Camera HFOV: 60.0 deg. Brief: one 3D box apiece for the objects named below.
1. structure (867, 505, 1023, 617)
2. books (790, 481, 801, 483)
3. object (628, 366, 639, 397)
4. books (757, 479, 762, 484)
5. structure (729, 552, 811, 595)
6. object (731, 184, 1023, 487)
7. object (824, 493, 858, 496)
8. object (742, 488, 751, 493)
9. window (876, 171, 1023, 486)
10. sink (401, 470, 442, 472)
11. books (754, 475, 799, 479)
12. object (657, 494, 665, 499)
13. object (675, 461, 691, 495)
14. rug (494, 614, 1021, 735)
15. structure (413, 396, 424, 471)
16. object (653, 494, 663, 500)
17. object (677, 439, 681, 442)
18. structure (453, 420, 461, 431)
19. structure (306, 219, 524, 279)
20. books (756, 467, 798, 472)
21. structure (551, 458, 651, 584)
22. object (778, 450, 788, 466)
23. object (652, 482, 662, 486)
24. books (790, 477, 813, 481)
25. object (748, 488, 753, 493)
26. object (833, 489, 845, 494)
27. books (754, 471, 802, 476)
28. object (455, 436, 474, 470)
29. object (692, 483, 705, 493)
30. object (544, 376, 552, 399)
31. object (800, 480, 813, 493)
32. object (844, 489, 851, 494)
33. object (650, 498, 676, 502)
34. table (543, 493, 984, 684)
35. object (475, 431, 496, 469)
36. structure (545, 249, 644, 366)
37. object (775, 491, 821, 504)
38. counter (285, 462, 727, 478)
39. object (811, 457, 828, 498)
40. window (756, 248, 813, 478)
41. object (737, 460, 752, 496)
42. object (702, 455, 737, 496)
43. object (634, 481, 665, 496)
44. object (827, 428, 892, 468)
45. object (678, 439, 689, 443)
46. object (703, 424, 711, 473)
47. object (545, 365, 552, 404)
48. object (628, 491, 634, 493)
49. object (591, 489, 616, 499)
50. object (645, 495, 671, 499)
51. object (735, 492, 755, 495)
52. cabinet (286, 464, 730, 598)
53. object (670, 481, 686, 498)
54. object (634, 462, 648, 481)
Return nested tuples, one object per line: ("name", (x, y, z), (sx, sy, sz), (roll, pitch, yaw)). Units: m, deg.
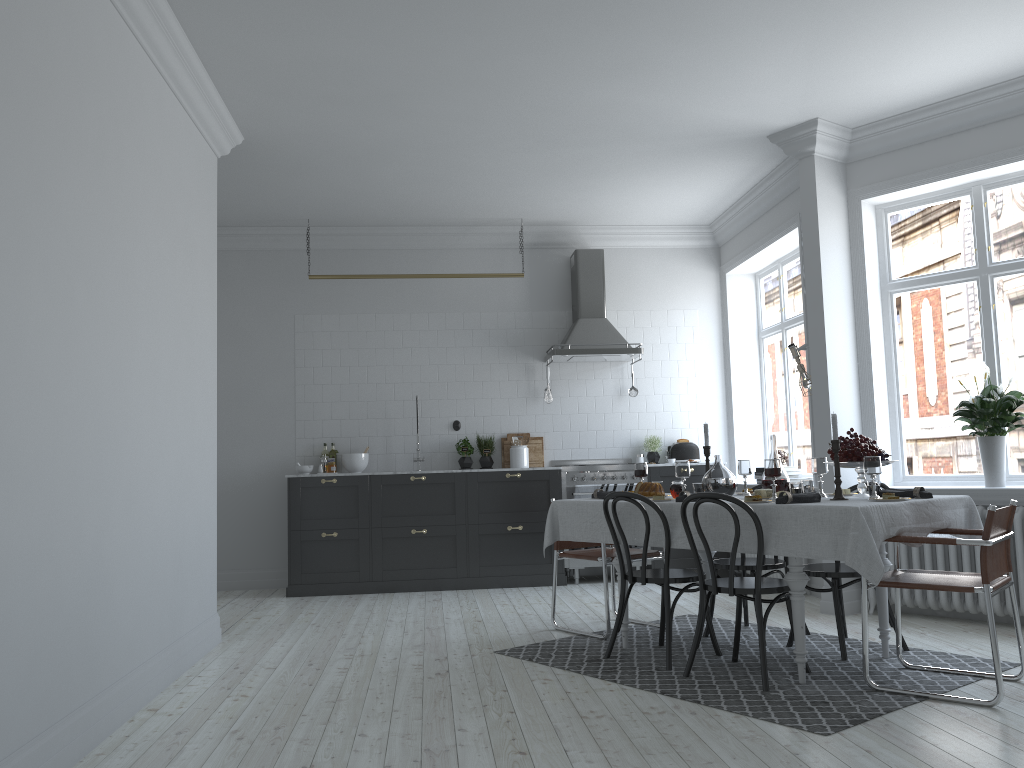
("structure", (2.980, 1.121, 5.430), (0.245, 0.753, 1.710), (3, -7, -42))
("books", (2.311, 0.794, 7.236), (0.254, 0.019, 0.337), (-1, -5, -7))
("object", (1.159, -0.037, 8.519), (0.101, 0.331, 0.030), (-2, -5, 5))
("books", (2.281, 0.834, 7.598), (0.259, 0.044, 0.351), (-1, -5, -3))
("structure", (2.101, 1.344, 7.589), (0.245, 0.753, 1.673), (-1, -5, -5))
("object", (-8.723, -0.660, 2.973), (72.085, 19.432, 33.873), (3, -7, -40))
("object", (1.816, 0.611, 4.896), (0.182, 0.013, 0.182), (-1, -5, -5))
("object", (1.417, 0.650, 5.354), (0.038, 0.041, 0.057), (-5, -6, 36))
("window", (3.410, -0.377, 5.646), (0.061, 2.080, 2.079), (3, -7, -43))
("sink", (-0.850, 0.885, 7.978), (0.669, 0.203, 0.384), (-1, -5, -5))
("books", (2.270, 0.798, 7.612), (0.259, 0.031, 0.328), (-1, -5, -7))
("object", (0.817, 0.629, 4.909), (0.057, 0.037, 0.021), (-3, -5, 13))
("object", (0.955, 0.541, 4.948), (0.083, 0.215, 0.083), (-2, -5, -1))
("rug", (1.211, 1.454, 4.746), (1.701, 0.021, 2.166), (2, -7, -38))
("structure", (-0.860, 0.453, 8.140), (0.100, 0.692, 0.266), (-1, -5, -5))
("object", (0.803, 0.626, 4.879), (0.057, 0.037, 0.021), (0, -5, -15))
("object", (1.633, 0.581, 8.503), (0.107, 0.110, 0.010), (-2, -5, -1))
("structure", (-0.522, 0.394, 8.399), (0.079, 0.103, 0.032), (-1, -5, -5))
("structure", (-0.879, -1.246, 8.155), (1.988, 0.556, 0.053), (-1, -5, -5))
("books", (2.275, 0.733, 7.619), (0.259, 0.038, 0.325), (-1, -5, -3))
("structure", (0.810, 1.236, 8.133), (0.779, 1.096, 0.651), (-1, -5, -5))
("object", (2.306, 0.642, 7.643), (0.147, 0.148, 0.147), (0, -5, -14))
("object", (0.894, 0.648, 5.454), (0.066, 0.094, 0.066), (0, -5, -17))
("books", (2.319, 0.776, 7.235), (0.274, 0.016, 0.341), (-1, -5, -4))
("object", (1.445, 0.656, 5.415), (0.036, 0.039, 0.051), (1, -6, -28))
("object", (1.796, 0.598, 4.890), (0.039, 0.040, 0.078), (1, -6, -31))
("books", (2.281, 0.766, 7.604), (0.287, 0.031, 0.351), (-1, -5, -5))
("object", (-0.440, 0.643, 8.276), (0.172, 0.311, 0.179), (-2, -5, 5))
("object", (1.027, 0.591, 4.876), (0.066, 0.094, 0.066), (0, -5, -17))
("object", (0.339, -0.020, 8.449), (0.066, 0.332, 0.024), (-2, -5, -1))
("object", (1.608, 0.570, 4.829), (0.066, 0.094, 0.066), (-2, -5, 6))
("object", (1.830, 0.600, 4.916), (0.040, 0.039, 0.077), (2, -6, -35))
("object", (0.813, 0.640, 4.888), (0.182, 0.013, 0.182), (-3, -5, 9))
("table", (1.281, 1.050, 4.878), (1.210, 0.842, 2.179), (2, -7, -38))
("object", (-0.246, 0.610, 8.284), (0.186, 0.367, 0.196), (-6, -7, 39))
("structure", (0.748, -0.732, 8.351), (0.843, 1.079, 0.567), (-1, -5, -5))
("object", (1.376, 0.542, 4.245), (0.165, 0.061, 0.247), (-5, -6, 34))
("counter", (-0.036, 0.782, 8.109), (3.902, 0.020, 0.624), (-1, -5, -5))
("object", (1.665, 0.506, 4.791), (0.083, 0.215, 0.083), (-1, -5, -10))
("window", (2.536, -0.155, 7.797), (0.061, 2.080, 1.716), (-1, -5, -5))
("object", (1.380, 0.556, 5.247), (0.083, 0.215, 0.083), (-2, -5, -1))
("object", (1.153, 0.519, 4.938), (0.194, 0.245, 0.194), (0, -6, -22))
("object", (0.815, 0.633, 5.288), (0.191, 0.105, 0.164), (-3, -5, 14))
("object", (1.816, 0.332, 4.624), (0.347, 0.215, 0.318), (3, -7, -43))
("object", (1.633, 0.578, 8.426), (0.107, 0.110, 0.010), (-2, -5, -1))
("object", (1.145, 0.447, 5.193), (0.089, 0.432, 0.089), (-3, -5, 17))
("object", (0.344, 0.001, 8.415), (0.074, 0.381, 0.076), (1, -6, -25))
("object", (0.752, 0.692, 5.581), (0.036, 0.039, 0.051), (-5, -6, 34))
("object", (0.559, 0.671, 5.400), (0.247, 0.061, 0.165), (-5, -6, 34))
("object", (0.824, 0.675, 5.292), (0.251, 0.018, 0.251), (-1, -5, -5))
("object", (1.433, 0.667, 5.382), (0.182, 0.013, 0.182), (-1, -5, -5))
("cabinet", (-0.019, 1.295, 8.051), (3.897, 1.012, 0.646), (-1, -5, -5))
("object", (0.967, 0.617, 5.175), (0.091, 0.101, 0.091), (-6, -7, 39))
("object", (0.802, 0.596, 5.496), (0.083, 0.215, 0.083), (-2, -5, -1))
